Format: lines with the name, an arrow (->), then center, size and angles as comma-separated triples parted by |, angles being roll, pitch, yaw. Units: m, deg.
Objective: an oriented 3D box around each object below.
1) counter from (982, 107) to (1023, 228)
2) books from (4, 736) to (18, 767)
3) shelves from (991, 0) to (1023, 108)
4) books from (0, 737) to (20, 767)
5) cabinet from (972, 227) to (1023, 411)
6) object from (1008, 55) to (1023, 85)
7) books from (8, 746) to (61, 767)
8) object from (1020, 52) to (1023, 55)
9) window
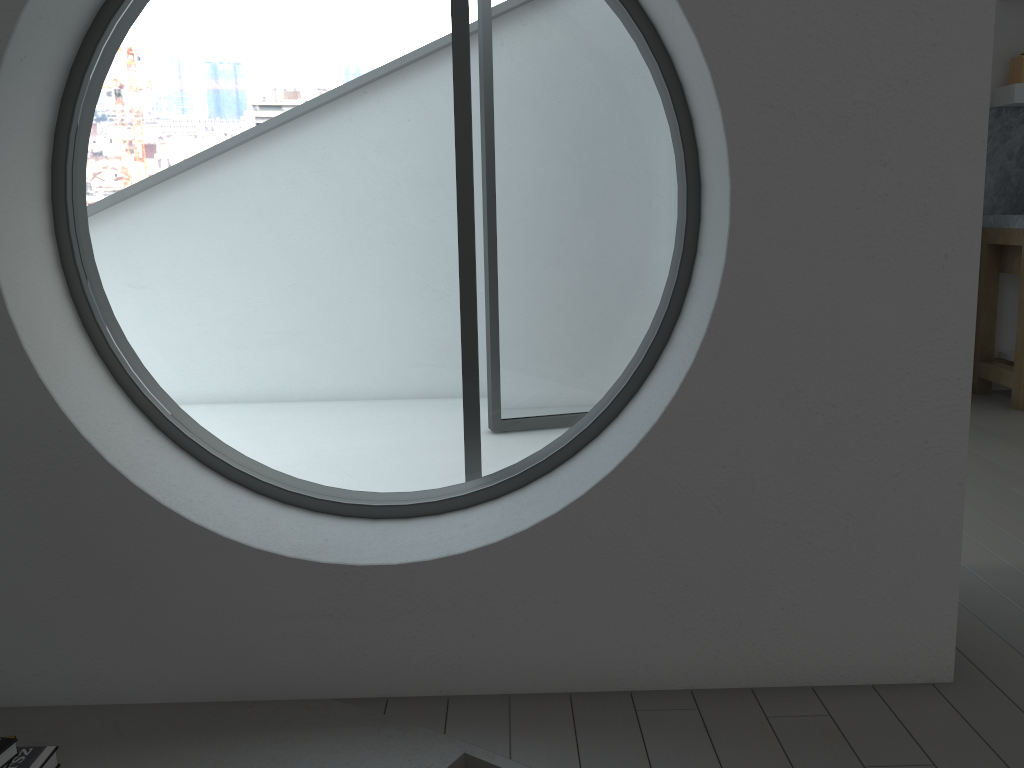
counter -> 5.790, -1.221, 4.731 | 6.575, 0.617, 0.966 | -1, 10, 0
books -> -1.057, 0.713, 1.506 | 0.304, 0.034, 0.287 | -3, 11, -10
shelves -> 5.262, -2.039, 4.818 | 5.550, 1.355, 0.482 | -2, 10, -6
books -> -1.057, 0.681, 1.501 | 0.286, 0.031, 0.270 | 1, 11, 9
cabinet -> 5.734, -0.409, 4.840 | 6.428, 1.017, 1.009 | -1, 10, 0
object -> 2.699, -1.604, 4.544 | 0.237, 0.145, 0.121 | -1, 10, 0
books -> -1.056, 0.749, 1.512 | 0.388, 0.042, 0.367 | -1, 11, 0
object -> 2.629, -1.664, 4.535 | 0.059, 0.075, 0.059 | 3, 11, 22
window -> -0.304, -0.407, 2.055 | 1.470, 1.463, 0.104 | -1, 9, 0
